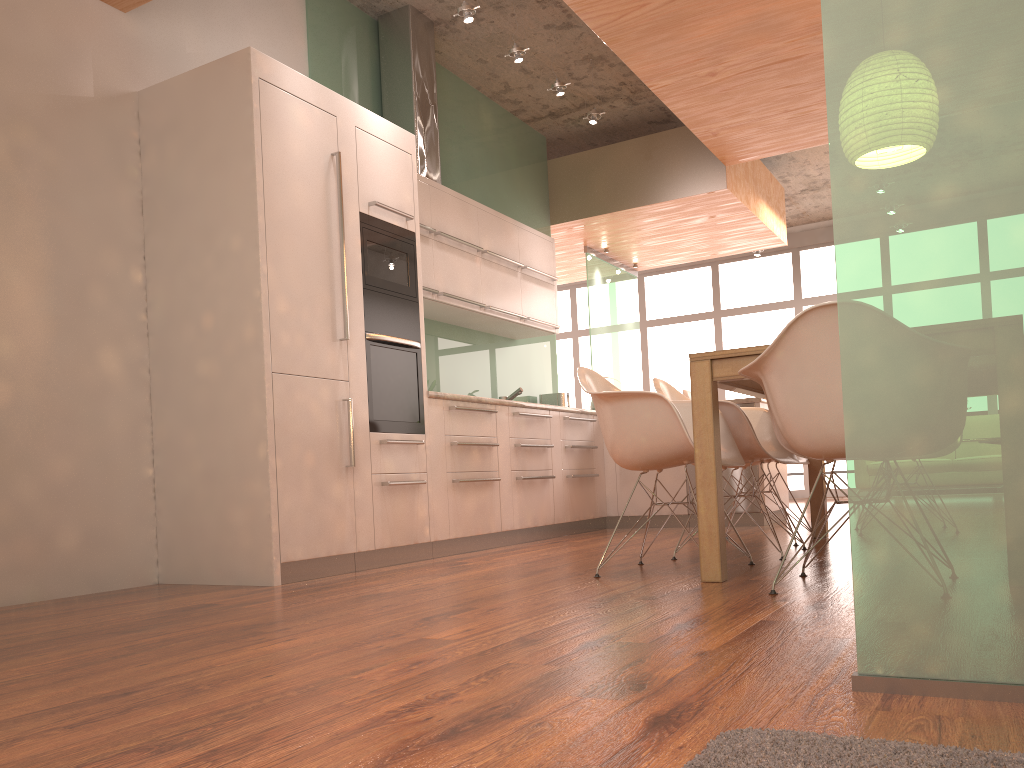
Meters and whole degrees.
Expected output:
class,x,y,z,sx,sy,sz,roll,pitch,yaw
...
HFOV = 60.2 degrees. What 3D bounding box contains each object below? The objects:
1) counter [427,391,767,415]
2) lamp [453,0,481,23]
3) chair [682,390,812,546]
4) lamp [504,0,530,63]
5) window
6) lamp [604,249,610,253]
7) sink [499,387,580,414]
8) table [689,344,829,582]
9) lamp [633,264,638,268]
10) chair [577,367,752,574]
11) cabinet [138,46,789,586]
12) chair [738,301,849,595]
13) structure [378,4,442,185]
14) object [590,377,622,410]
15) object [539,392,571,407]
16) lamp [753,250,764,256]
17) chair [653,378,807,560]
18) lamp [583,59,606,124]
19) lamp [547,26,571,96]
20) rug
class,x,y,z,sx,sy,sz,roll,pitch,yaw
counter,1.041,-0.572,5.625,3.237,1.343,3.063,-6,-6,29
lamp,-0.258,-2.231,4.861,0.153,0.469,0.103,-3,-1,-3
chair,1.275,0.430,4.804,0.646,0.859,0.683,-4,-3,24
lamp,0.022,-2.189,5.355,0.153,0.469,0.103,-3,-1,-3
window,2.700,-0.130,11.441,8.616,3.271,0.062,-6,-2,30
lamp,0.916,-1.514,8.633,0.103,0.469,0.153,-3,-1,2
sink,0.156,0.206,6.583,0.620,0.381,0.642,-6,-6,29
table,1.604,0.323,3.774,1.032,0.807,2.070,-5,-6,29
lamp,1.291,-1.459,9.293,0.103,0.469,0.153,-3,-1,2
chair,0.601,0.320,3.581,0.646,0.846,0.683,-4,-3,24
cabinet,0.200,-0.157,5.425,1.926,2.268,4.239,-5,-5,29
chair,1.090,0.215,2.804,0.687,0.859,0.642,-4,-3,24
structure,-0.654,-1.792,5.671,0.256,1.130,0.261,-3,-1,30
object,0.749,0.089,7.051,0.261,0.304,0.264,0,-5,-44
object,0.365,0.183,7.281,0.238,0.201,0.153,-5,-4,30
lamp,2.893,-1.752,10.416,0.199,0.482,0.134,-3,-1,-3
chair,1.007,0.370,4.144,0.646,0.859,0.683,-4,-3,24
lamp,0.581,-2.106,6.341,0.153,0.469,0.103,-3,-1,-3
lamp,0.301,-2.147,5.848,0.153,0.469,0.103,-3,-1,-3
rug,0.361,0.370,0.059,1.288,0.009,2.069,-6,-7,29
